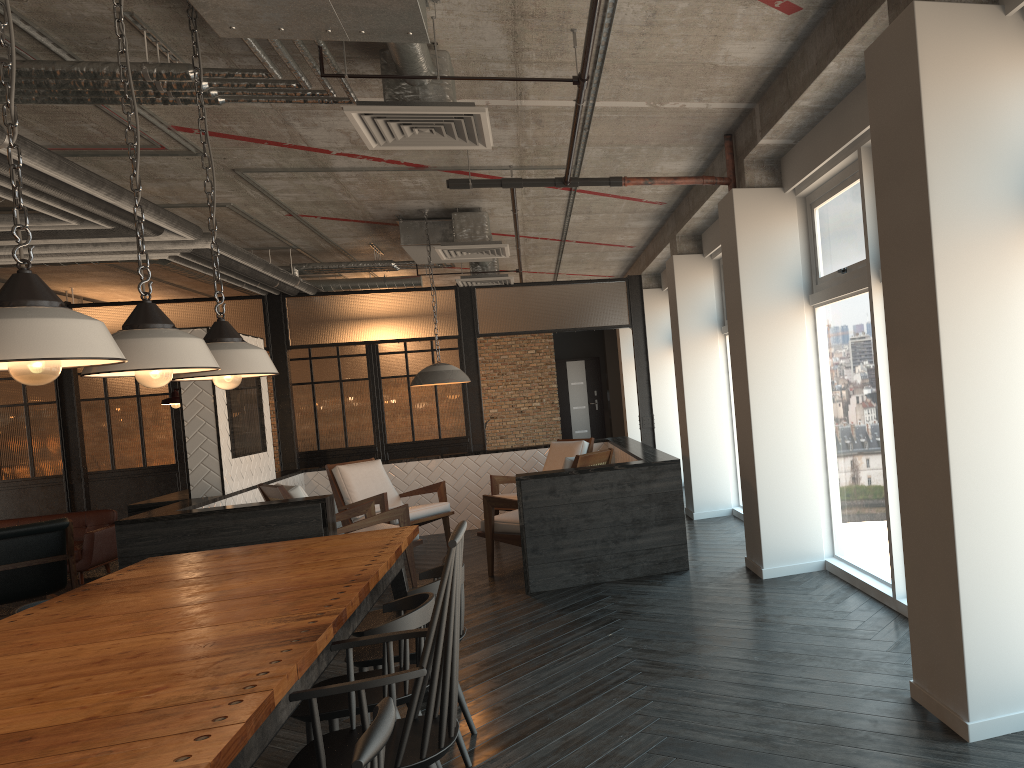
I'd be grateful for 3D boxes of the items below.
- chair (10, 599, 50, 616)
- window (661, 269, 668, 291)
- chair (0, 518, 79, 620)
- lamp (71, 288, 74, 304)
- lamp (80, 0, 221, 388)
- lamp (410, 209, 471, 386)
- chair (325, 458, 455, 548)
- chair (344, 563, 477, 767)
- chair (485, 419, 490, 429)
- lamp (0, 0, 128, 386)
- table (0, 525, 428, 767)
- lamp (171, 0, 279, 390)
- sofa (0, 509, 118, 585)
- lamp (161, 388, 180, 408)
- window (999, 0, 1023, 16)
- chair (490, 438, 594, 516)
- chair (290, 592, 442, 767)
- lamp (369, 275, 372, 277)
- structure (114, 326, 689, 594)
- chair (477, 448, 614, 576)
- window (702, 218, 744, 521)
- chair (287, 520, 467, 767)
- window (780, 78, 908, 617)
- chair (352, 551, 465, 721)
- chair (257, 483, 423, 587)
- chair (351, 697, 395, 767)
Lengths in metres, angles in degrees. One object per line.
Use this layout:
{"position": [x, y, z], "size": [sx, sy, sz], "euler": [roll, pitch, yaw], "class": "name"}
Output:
{"position": [-1.647, 1.209, 3.292], "size": [0.477, 0.738, 0.351], "euler": [-5, 1, -9], "class": "chair"}
{"position": [2.218, -0.075, 10.048], "size": [0.257, 2.876, 2.374], "euler": [-5, 0, 1], "class": "window"}
{"position": [-3.738, 1.402, 6.049], "size": [0.870, 0.796, 0.865], "euler": [-5, 0, -42], "class": "chair"}
{"position": [-5.090, -0.678, 11.342], "size": [0.312, 0.857, 3.253], "euler": [-5, -1, 1], "class": "lamp"}
{"position": [-1.220, -0.851, 2.648], "size": [0.352, 1.738, 0.380], "euler": [-5, 1, 12], "class": "lamp"}
{"position": [-0.698, -0.769, 7.361], "size": [0.521, 1.546, 0.497], "euler": [-5, 1, 0], "class": "lamp"}
{"position": [-1.166, 1.160, 7.828], "size": [0.821, 0.907, 0.815], "euler": [-5, 0, 32], "class": "chair"}
{"position": [-0.390, 1.102, 3.251], "size": [0.477, 0.738, 0.351], "euler": [-5, 1, -9], "class": "chair"}
{"position": [-0.672, 1.133, 13.429], "size": [0.748, 1.063, 0.651], "euler": [-5, 1, -8], "class": "chair"}
{"position": [-1.235, -0.861, 2.009], "size": [0.367, 1.738, 0.365], "euler": [-5, 1, 4], "class": "lamp"}
{"position": [-1.074, 1.115, 2.195], "size": [1.253, 0.792, 3.572], "euler": [-5, -1, -1], "class": "table"}
{"position": [-1.205, -0.842, 3.287], "size": [0.352, 1.738, 0.380], "euler": [-5, 1, 12], "class": "lamp"}
{"position": [-4.656, 1.587, 7.727], "size": [1.742, 0.638, 0.624], "euler": [-5, 0, -13], "class": "sofa"}
{"position": [-2.621, 0.104, 6.524], "size": [0.264, 0.171, 0.165], "euler": [-5, 0, -41], "class": "lamp"}
{"position": [2.026, -0.194, 2.012], "size": [0.257, 2.876, 2.374], "euler": [-5, 0, 1], "class": "window"}
{"position": [0.337, 1.041, 8.317], "size": [0.613, 0.907, 1.085], "euler": [-5, 0, 43], "class": "chair"}
{"position": [-0.461, 1.100, 2.749], "size": [0.477, 0.738, 0.351], "euler": [-5, 1, -9], "class": "chair"}
{"position": [-1.743, -0.945, 12.241], "size": [0.312, 0.857, 3.253], "euler": [-5, -1, 1], "class": "lamp"}
{"position": [-0.796, 0.514, 7.348], "size": [4.249, 2.116, 3.481], "euler": [-5, 0, -8], "class": "structure"}
{"position": [0.321, 1.016, 6.730], "size": [0.838, 0.907, 0.802], "euler": [-5, 0, 27], "class": "chair"}
{"position": [2.154, -0.115, 7.366], "size": [0.257, 2.876, 2.374], "euler": [-5, 0, 1], "class": "window"}
{"position": [-0.345, 0.934, 2.263], "size": [0.525, 1.033, 0.430], "euler": [-5, 1, -8], "class": "chair"}
{"position": [2.090, -0.154, 4.689], "size": [0.257, 2.876, 2.374], "euler": [-5, 0, 1], "class": "window"}
{"position": [-0.454, 1.121, 3.660], "size": [0.498, 0.726, 0.351], "euler": [-5, 1, -10], "class": "chair"}
{"position": [-1.298, 1.146, 6.328], "size": [1.088, 0.907, 0.611], "euler": [-5, 0, -38], "class": "chair"}
{"position": [-0.470, 1.090, 1.737], "size": [0.498, 0.726, 0.351], "euler": [-5, 1, -10], "class": "chair"}
